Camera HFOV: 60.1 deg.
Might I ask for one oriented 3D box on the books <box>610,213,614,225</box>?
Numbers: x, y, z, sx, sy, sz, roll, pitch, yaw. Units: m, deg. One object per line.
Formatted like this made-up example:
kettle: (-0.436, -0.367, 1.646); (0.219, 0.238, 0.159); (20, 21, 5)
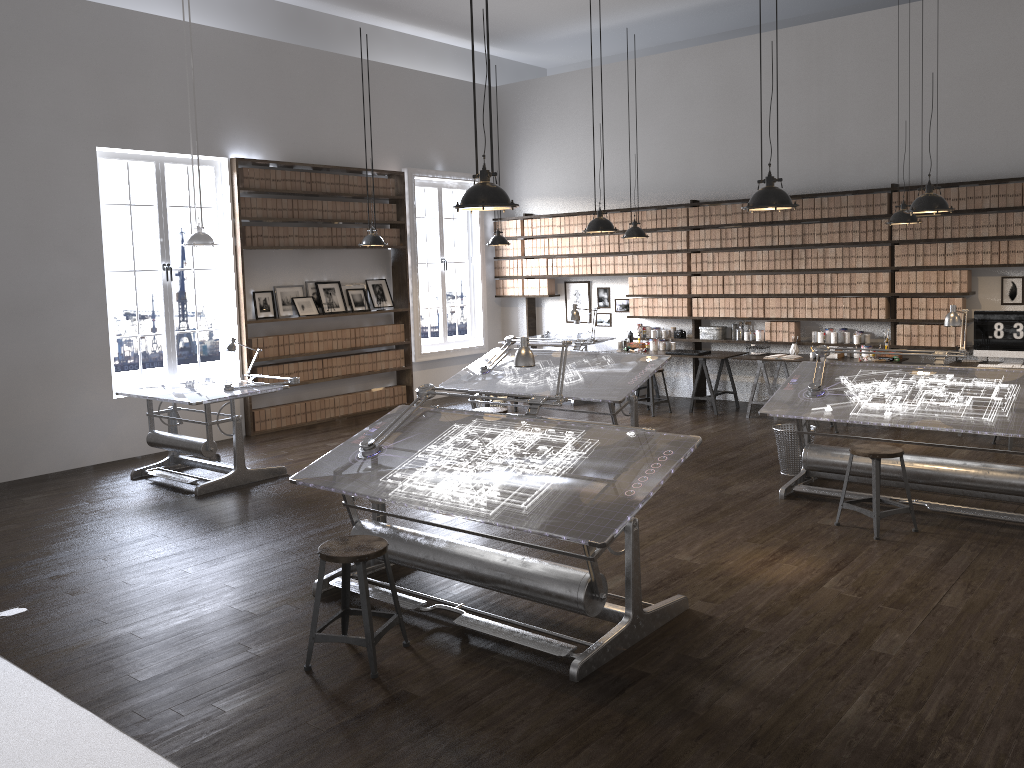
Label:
books: (1.337, -2.090, 11.445); (0.067, 0.225, 0.175); (2, 7, 39)

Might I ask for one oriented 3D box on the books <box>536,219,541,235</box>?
books: (0.416, -2.159, 12.192); (0.067, 0.225, 0.175); (2, 7, 39)

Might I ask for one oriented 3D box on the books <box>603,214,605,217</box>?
books: (1.227, -2.098, 11.535); (0.067, 0.225, 0.175); (2, 7, 39)

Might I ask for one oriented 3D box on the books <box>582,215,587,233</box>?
books: (1.008, -2.113, 11.706); (0.067, 0.225, 0.175); (2, 7, 39)

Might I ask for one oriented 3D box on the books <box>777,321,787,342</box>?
books: (3.102, -0.603, 10.147); (0.067, 0.225, 0.175); (2, 7, 39)

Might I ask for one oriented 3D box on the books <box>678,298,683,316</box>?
books: (2.115, -0.949, 10.925); (0.067, 0.224, 0.175); (2, 7, 39)

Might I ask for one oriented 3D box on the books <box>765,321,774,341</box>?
books: (2.991, -0.611, 10.230); (0.067, 0.225, 0.175); (2, 7, 39)

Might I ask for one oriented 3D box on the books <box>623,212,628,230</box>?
books: (1.495, -2.078, 11.314); (0.067, 0.224, 0.175); (2, 7, 39)

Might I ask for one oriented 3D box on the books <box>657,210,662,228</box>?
books: (1.871, -2.048, 11.001); (0.067, 0.225, 0.175); (2, 7, 39)

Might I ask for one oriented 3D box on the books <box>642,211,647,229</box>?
books: (1.709, -2.062, 11.142); (0.067, 0.225, 0.175); (2, 7, 39)

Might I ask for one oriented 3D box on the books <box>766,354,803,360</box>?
books: (2.954, -0.298, 9.648); (0.355, 0.029, 0.257); (4, 10, 39)

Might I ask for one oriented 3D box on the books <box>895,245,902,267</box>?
books: (4.067, -1.343, 9.269); (0.067, 0.224, 0.175); (2, 7, 39)

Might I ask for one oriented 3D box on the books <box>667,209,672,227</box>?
books: (1.981, -2.041, 10.917); (0.067, 0.225, 0.175); (2, 7, 39)

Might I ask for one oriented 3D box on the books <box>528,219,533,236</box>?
books: (0.303, -2.167, 12.284); (0.067, 0.225, 0.175); (2, 7, 39)

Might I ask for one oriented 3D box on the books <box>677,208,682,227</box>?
books: (2.088, -2.032, 10.828); (0.067, 0.225, 0.175); (2, 7, 39)

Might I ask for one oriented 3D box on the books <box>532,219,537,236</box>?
books: (0.364, -2.163, 12.241); (0.067, 0.225, 0.175); (2, 7, 39)

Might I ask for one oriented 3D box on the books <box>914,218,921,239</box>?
books: (4.202, -1.598, 9.130); (0.067, 0.224, 0.175); (2, 7, 39)

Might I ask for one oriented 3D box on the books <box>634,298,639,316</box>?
books: (1.635, -0.985, 11.316); (0.067, 0.224, 0.175); (2, 7, 39)

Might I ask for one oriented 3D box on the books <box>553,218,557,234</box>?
books: (0.632, -2.143, 12.020); (0.067, 0.224, 0.175); (2, 7, 39)

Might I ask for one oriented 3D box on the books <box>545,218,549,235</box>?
books: (0.529, -2.151, 12.106); (0.067, 0.225, 0.175); (2, 7, 39)

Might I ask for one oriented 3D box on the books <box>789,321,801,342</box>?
books: (3.212, -0.595, 10.058); (0.067, 0.225, 0.175); (2, 7, 39)

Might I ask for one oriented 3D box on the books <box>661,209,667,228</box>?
books: (1.922, -2.045, 10.964); (0.067, 0.224, 0.175); (2, 7, 39)

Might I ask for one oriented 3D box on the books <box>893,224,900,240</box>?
books: (4.040, -1.610, 9.261); (0.067, 0.225, 0.175); (2, 7, 39)

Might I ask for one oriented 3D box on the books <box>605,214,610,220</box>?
books: (1.279, -2.093, 11.487); (0.067, 0.225, 0.175); (2, 7, 39)

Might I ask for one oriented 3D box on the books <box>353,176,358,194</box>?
books: (-1.972, -2.427, 10.841); (0.174, 0.225, 0.067); (3, 7, 39)

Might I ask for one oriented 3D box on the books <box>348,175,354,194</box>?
books: (-2.015, -2.418, 10.783); (0.175, 0.225, 0.067); (3, 7, 39)

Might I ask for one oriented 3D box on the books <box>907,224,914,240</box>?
books: (4.150, -1.601, 9.167); (0.067, 0.225, 0.175); (2, 7, 39)

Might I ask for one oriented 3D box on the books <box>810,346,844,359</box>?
books: (3.372, -0.352, 9.530); (0.295, 0.147, 0.387); (4, 9, 39)

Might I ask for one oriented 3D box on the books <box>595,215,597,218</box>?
books: (1.166, -2.102, 11.579); (0.067, 0.225, 0.175); (2, 7, 39)

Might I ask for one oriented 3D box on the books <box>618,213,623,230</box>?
books: (1.440, -2.081, 11.353); (0.067, 0.225, 0.175); (2, 7, 39)

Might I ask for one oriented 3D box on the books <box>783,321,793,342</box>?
books: (3.154, -0.599, 10.099); (0.067, 0.225, 0.175); (2, 7, 39)

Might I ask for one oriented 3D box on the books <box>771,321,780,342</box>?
books: (3.047, -0.607, 10.192); (0.067, 0.225, 0.175); (2, 7, 39)

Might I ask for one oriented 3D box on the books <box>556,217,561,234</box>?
books: (0.679, -2.139, 11.979); (0.067, 0.224, 0.175); (2, 7, 39)

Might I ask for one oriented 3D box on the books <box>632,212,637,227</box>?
books: (1.597, -2.069, 11.226); (0.067, 0.225, 0.175); (2, 7, 39)

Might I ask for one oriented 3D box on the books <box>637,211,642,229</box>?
books: (1.654, -2.066, 11.185); (0.067, 0.225, 0.175); (2, 7, 39)

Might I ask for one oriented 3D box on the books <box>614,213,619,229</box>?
books: (1.392, -2.085, 11.400); (0.067, 0.225, 0.175); (2, 7, 39)

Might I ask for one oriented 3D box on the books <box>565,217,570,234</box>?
books: (0.791, -2.131, 11.890); (0.067, 0.225, 0.175); (2, 7, 39)

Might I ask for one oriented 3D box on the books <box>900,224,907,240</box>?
books: (4.094, -1.606, 9.213); (0.067, 0.225, 0.175); (2, 7, 39)

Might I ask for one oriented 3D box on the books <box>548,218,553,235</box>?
books: (0.577, -2.146, 12.058); (0.067, 0.225, 0.175); (2, 7, 39)

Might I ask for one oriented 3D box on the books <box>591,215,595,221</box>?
books: (1.112, -2.107, 11.630); (0.067, 0.224, 0.175); (2, 7, 39)

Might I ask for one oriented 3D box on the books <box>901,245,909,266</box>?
books: (4.113, -1.338, 9.226); (0.067, 0.225, 0.175); (2, 7, 39)

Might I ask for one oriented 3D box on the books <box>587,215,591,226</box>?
books: (1.059, -2.110, 11.669); (0.067, 0.224, 0.175); (2, 7, 39)

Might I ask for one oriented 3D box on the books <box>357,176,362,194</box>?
books: (-1.931, -2.436, 10.897); (0.174, 0.225, 0.067); (3, 7, 39)

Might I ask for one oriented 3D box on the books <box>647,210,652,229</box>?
books: (1.761, -2.057, 11.095); (0.067, 0.225, 0.175); (2, 7, 39)

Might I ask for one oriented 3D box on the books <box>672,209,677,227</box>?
books: (2.036, -2.037, 10.875); (0.067, 0.225, 0.175); (2, 7, 39)

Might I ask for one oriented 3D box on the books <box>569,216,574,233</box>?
books: (0.846, -2.127, 11.847); (0.067, 0.225, 0.175); (2, 7, 39)

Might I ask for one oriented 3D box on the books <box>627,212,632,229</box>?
books: (1.542, -2.074, 11.273); (0.067, 0.224, 0.175); (2, 7, 39)

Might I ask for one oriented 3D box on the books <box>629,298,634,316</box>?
books: (1.580, -0.988, 11.354); (0.067, 0.225, 0.175); (2, 7, 39)

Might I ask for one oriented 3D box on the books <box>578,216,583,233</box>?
books: (0.952, -2.118, 11.752); (0.067, 0.225, 0.175); (2, 7, 39)

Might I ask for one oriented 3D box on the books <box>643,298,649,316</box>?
books: (1.738, -0.977, 11.227); (0.067, 0.225, 0.175); (2, 7, 39)

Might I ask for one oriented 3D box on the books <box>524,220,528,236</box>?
books: (0.249, -2.172, 12.335); (0.067, 0.224, 0.175); (2, 7, 39)

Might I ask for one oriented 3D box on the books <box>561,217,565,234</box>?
books: (0.734, -2.134, 11.931); (0.067, 0.225, 0.175); (2, 7, 39)

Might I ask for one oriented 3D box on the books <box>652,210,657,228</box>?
books: (1.815, -2.052, 11.046); (0.067, 0.225, 0.175); (2, 7, 39)

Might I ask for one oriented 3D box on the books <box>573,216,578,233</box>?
books: (0.898, -2.122, 11.800); (0.067, 0.225, 0.175); (2, 7, 39)

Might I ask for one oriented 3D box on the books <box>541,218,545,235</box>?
books: (0.474, -2.155, 12.150); (0.067, 0.225, 0.175); (2, 7, 39)

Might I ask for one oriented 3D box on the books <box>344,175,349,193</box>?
books: (-2.061, -2.409, 10.727); (0.175, 0.225, 0.067); (3, 7, 39)
